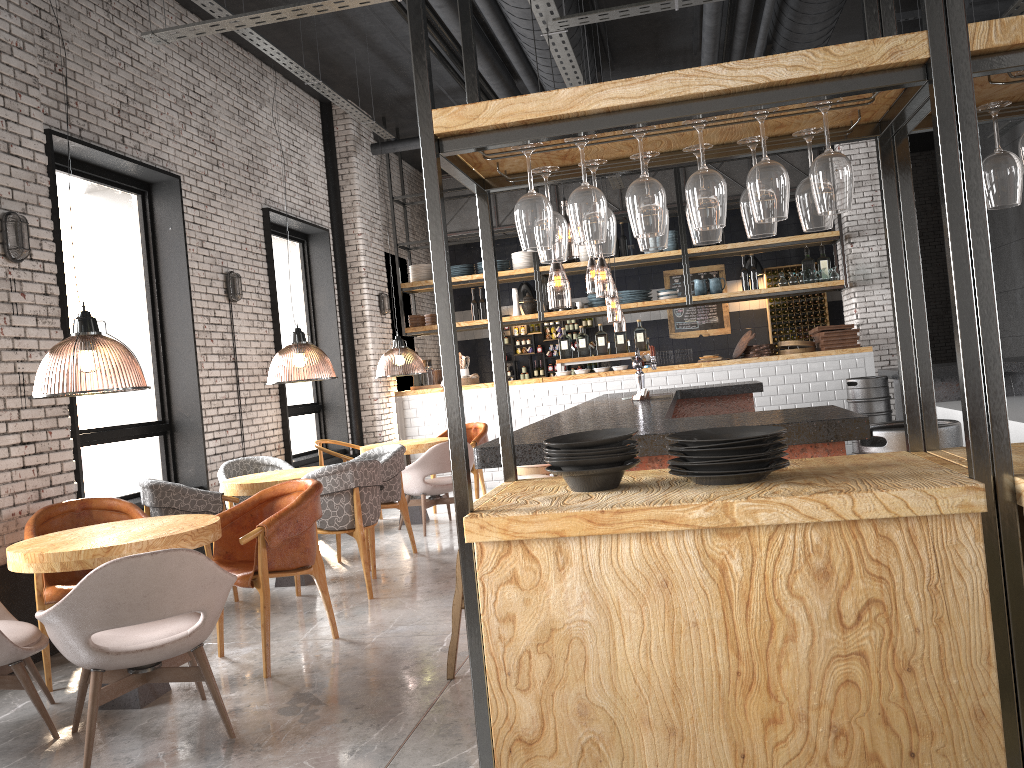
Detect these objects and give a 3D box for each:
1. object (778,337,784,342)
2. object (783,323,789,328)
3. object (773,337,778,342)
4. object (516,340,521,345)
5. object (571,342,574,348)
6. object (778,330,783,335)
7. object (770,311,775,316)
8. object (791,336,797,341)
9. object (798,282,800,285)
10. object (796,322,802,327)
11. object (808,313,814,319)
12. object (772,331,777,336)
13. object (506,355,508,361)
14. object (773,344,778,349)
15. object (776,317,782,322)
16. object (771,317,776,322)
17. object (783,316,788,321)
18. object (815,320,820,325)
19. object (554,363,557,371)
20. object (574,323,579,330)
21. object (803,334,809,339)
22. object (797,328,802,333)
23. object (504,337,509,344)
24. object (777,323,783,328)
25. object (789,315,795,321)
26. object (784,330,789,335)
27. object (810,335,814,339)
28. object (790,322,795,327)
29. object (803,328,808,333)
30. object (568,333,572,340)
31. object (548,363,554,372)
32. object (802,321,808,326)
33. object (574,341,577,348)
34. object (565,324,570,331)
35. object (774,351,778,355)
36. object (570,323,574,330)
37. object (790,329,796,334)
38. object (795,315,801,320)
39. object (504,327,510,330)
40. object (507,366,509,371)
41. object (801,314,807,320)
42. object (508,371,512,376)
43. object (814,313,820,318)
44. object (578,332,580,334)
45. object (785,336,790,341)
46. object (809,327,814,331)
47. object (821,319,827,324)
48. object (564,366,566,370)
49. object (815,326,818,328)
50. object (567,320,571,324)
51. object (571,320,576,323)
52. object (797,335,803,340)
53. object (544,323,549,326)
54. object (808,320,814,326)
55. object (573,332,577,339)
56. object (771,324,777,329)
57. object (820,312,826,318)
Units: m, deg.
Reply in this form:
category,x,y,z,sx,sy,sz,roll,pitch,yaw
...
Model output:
category,x,y,z,sx,sy,sz,roll,pitch,yaw
object,4.237,-0.704,13.929,0.079,0.079,0.281,-6,0,11
object,4.312,-0.923,13.927,0.079,0.079,0.283,-6,0,11
object,4.148,-0.696,13.961,0.079,0.079,0.281,-6,0,11
object,0.106,-0.692,14.875,0.070,0.083,0.071,-6,0,36
object,0.979,-0.643,14.722,0.081,0.113,0.071,-6,0,11
object,4.228,-0.809,13.934,0.079,0.079,0.281,-6,0,11
object,4.112,-1.115,13.991,0.079,0.079,0.283,-6,0,11
object,4.421,-0.722,13.892,0.079,0.079,0.281,-6,0,11
object,4.525,-1.577,13.865,0.079,0.079,0.283,-6,0,11
object,4.498,-0.941,13.899,0.079,0.079,0.283,-6,0,11
object,4.668,-1.062,13.841,0.079,0.079,0.283,-6,0,11
object,4.142,-0.801,13.986,0.079,0.079,0.281,-6,0,11
object,-0.122,-0.448,14.946,0.100,0.139,0.088,-6,0,12
object,4.160,-0.592,13.969,0.079,0.079,0.281,-6,0,11
object,4.215,-1.019,13.975,0.079,0.079,0.283,-6,0,11
object,4.119,-1.010,13.975,0.079,0.079,0.283,-6,0,11
object,4.307,-1.028,13.953,0.079,0.079,0.283,-6,0,11
object,4.777,-0.967,13.859,0.079,0.079,0.283,-6,0,11
object,0.754,-0.284,14.772,0.100,0.139,0.088,-6,0,12
object,1.074,-0.956,14.681,0.076,0.111,0.076,-6,0,6
object,4.610,-0.740,13.877,0.079,0.079,0.281,-6,0,11
object,4.508,-0.836,13.897,0.079,0.079,0.281,-6,0,11
object,-0.094,-0.731,14.917,0.076,0.111,0.076,-6,0,6
object,4.222,-0.914,13.955,0.079,0.079,0.283,-6,0,11
object,4.391,-1.036,13.896,0.079,0.079,0.283,-6,0,11
object,4.324,-0.818,13.934,0.079,0.079,0.281,-6,0,11
object,4.707,-0.749,13.878,0.079,0.079,0.281,-6,0,11
object,4.406,-0.932,13.918,0.079,0.079,0.283,-6,0,11
object,4.603,-0.845,13.894,0.079,0.079,0.281,-6,0,11
object,0.961,-0.788,14.704,0.076,0.111,0.076,-6,0,36
object,0.648,-0.274,14.793,0.100,0.139,0.088,-6,0,12
object,4.594,-0.950,13.900,0.079,0.079,0.283,-6,0,11
object,1.075,-0.652,14.703,0.081,0.113,0.071,-6,0,11
object,0.913,-0.941,14.712,0.076,0.111,0.076,-6,0,21
object,4.173,-0.487,13.983,0.079,0.079,0.281,-6,0,11
object,0.993,-0.948,14.696,0.076,0.111,0.076,-6,0,31
object,4.420,-0.828,13.935,0.079,0.079,0.281,-6,0,11
object,4.484,-1.045,13.882,0.079,0.079,0.283,-6,0,11
object,-0.086,-0.968,14.933,0.081,0.113,0.071,-6,0,12
object,-0.091,-0.258,14.916,0.071,0.083,0.071,-5,0,-39
object,4.583,-1.054,13.897,0.079,0.079,0.283,-6,0,11
object,-0.044,-0.179,14.909,0.070,0.083,0.071,-6,0,36
object,4.767,-1.072,13.860,0.079,0.079,0.283,-6,0,11
object,1.136,-0.804,14.669,0.076,0.111,0.076,-5,0,-24
object,4.337,-0.714,13.948,0.079,0.079,0.281,-6,0,11
object,4.693,-0.853,13.860,0.079,0.079,0.281,-6,0,11
object,4.863,-0.975,13.806,0.079,0.079,0.283,-6,0,11
object,0.854,-0.293,14.752,0.100,0.139,0.088,-6,0,12
object,4.780,-0.862,13.819,0.079,0.079,0.281,-6,0,11
object,0.943,-1.055,14.706,0.076,0.111,0.076,-5,0,-14
object,1.023,-1.063,14.692,0.076,0.111,0.076,-6,0,16
object,4.517,-0.731,13.887,0.079,0.079,0.281,-6,0,11
object,0.573,-1.053,14.780,0.079,0.156,0.079,-6,0,21
object,4.682,-0.958,13.862,0.079,0.079,0.283,-6,0,11
object,1.047,-0.796,14.686,0.076,0.111,0.076,-5,0,-14
object,4.125,-0.905,13.951,0.079,0.079,0.283,-6,0,11
object,4.856,-1.080,13.826,0.079,0.079,0.283,-6,0,11
